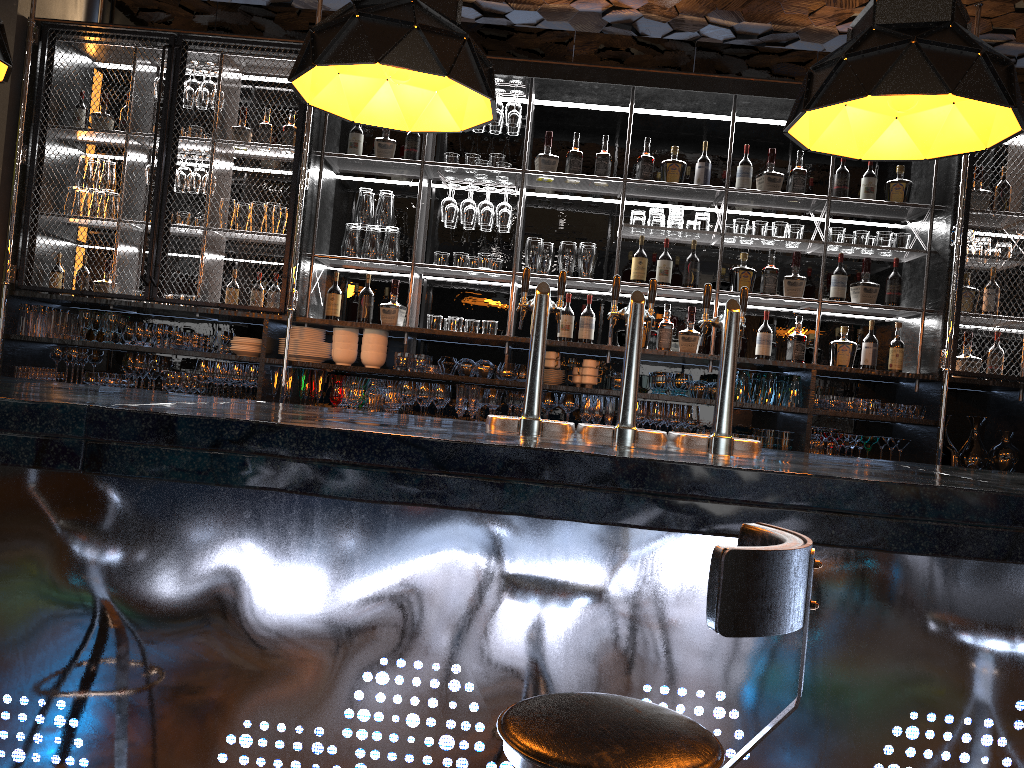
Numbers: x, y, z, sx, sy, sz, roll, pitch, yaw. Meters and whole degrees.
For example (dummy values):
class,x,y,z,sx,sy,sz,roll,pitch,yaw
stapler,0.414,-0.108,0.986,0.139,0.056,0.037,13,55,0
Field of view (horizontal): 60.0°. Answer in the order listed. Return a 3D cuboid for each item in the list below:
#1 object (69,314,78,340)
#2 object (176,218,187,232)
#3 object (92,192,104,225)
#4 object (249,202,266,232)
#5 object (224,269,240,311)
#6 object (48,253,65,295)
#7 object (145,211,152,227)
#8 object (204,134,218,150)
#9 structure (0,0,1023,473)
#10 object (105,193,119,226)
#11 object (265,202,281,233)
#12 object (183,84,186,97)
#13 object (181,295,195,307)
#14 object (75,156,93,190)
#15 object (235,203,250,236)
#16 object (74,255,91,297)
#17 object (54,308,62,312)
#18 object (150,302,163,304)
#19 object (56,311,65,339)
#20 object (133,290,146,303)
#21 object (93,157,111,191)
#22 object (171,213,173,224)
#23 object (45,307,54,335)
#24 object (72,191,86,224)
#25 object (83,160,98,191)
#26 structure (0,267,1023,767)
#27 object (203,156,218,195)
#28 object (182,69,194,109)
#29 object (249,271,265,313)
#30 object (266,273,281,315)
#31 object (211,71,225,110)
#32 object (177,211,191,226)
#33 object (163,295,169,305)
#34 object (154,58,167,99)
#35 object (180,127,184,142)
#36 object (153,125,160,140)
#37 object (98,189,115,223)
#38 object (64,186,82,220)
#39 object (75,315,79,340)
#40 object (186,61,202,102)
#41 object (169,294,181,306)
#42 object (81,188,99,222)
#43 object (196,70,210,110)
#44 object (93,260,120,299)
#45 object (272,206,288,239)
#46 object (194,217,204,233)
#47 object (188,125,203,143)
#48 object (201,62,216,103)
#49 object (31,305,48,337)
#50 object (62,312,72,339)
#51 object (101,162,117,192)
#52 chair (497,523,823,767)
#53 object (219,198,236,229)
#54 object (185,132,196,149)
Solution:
class,x,y,z,sx,sy,sz,roll,pitch,yaw
object,-2.535,-0.328,5.099,0.051,0.152,0.058,5,-1,28
object,-1.927,-0.939,5.193,0.077,0.080,0.077,6,-1,-34
object,-2.443,-1.038,5.232,0.092,0.182,0.092,5,-1,-3
object,-1.462,-0.947,5.088,0.092,0.182,0.092,5,-1,-3
object,-1.612,-0.533,5.123,0.075,0.261,0.075,6,-1,-40
object,-2.642,-0.630,5.150,0.075,0.261,0.075,6,-1,-40
object,-2.090,-0.954,5.138,0.077,0.080,0.077,5,-1,13
object,-1.780,-1.423,5.229,0.077,0.080,0.077,5,-1,37
structure,0.558,-0.406,4.875,6.750,3.553,1.143,5,-1,2
object,-2.348,-1.029,5.221,0.092,0.182,0.092,5,-1,-3
object,-1.369,-0.939,5.065,0.092,0.182,0.092,5,-1,-3
object,-1.901,-1.734,5.060,0.081,0.213,0.081,5,-1,7
object,-1.859,-0.466,5.088,0.077,0.080,0.077,5,-1,-10
object,-2.475,-1.225,5.139,0.092,0.182,0.092,5,-1,-3
object,-1.571,-0.957,5.168,0.092,0.182,0.092,5,-1,-3
object,-2.476,-0.615,5.118,0.075,0.260,0.075,5,-1,35
object,-2.637,-0.349,5.108,0.067,0.174,0.067,6,-1,-38
object,-2.029,-0.483,5.062,0.077,0.080,0.077,5,-1,-13
object,-2.545,-0.330,4.979,0.058,0.152,0.051,5,-1,6
object,-2.132,-0.492,5.076,0.077,0.080,0.077,5,-1,41
object,-2.374,-1.215,5.144,0.092,0.182,0.092,5,-1,-3
object,-1.990,-0.945,5.097,0.077,0.080,0.077,6,-1,-20
object,-2.637,-0.350,5.018,0.067,0.174,0.067,5,-1,27
object,-2.549,-1.047,5.242,0.092,0.182,0.092,5,-1,-3
object,-2.478,-1.224,5.237,0.092,0.182,0.092,5,-1,-3
structure,0.111,0.464,2.398,6.009,1.685,1.214,5,-1,2
object,-1.767,-1.218,5.194,0.081,0.213,0.081,5,-1,7
object,-1.897,-1.732,5.204,0.081,0.213,0.081,5,-1,7
object,-1.474,-0.521,5.141,0.075,0.260,0.075,6,-1,-40
object,-1.372,-0.512,5.118,0.075,0.260,0.075,6,-1,-40
object,-1.721,-1.716,5.199,0.081,0.213,0.081,5,-1,7
object,-1.867,-0.935,5.041,0.077,0.080,0.077,5,-1,-3
object,-2.061,-0.484,5.222,0.077,0.080,0.077,5,-1,41
object,-1.996,-1.743,5.062,0.081,0.213,0.081,5,-1,7
object,-1.935,-1.439,5.116,0.077,0.080,0.077,5,-1,37
object,-2.039,-1.448,5.139,0.077,0.080,0.077,5,-1,-8
object,-2.339,-1.029,5.124,0.092,0.182,0.092,5,-1,-3
object,-2.542,-1.048,5.139,0.092,0.182,0.092,5,-1,-3
object,-2.549,-0.329,5.158,0.051,0.152,0.058,5,-1,26
object,-1.815,-1.726,5.058,0.081,0.213,0.081,5,-1,7
object,-1.950,-0.474,5.145,0.077,0.080,0.077,6,-1,-33
object,-2.439,-1.038,5.137,0.092,0.182,0.092,5,-1,-3
object,-1.811,-1.724,5.201,0.081,0.213,0.081,5,-1,7
object,-2.340,-0.593,5.125,0.108,0.244,0.108,5,-1,15
object,-1.356,-0.937,5.159,0.092,0.182,0.092,5,-1,-3
object,-1.823,-0.929,5.197,0.077,0.080,0.077,5,-1,-3
object,-1.811,-1.428,5.069,0.077,0.080,0.077,5,-1,37
object,-1.724,-1.718,5.055,0.081,0.213,0.081,5,-1,7
object,-2.631,-0.350,4.941,0.067,0.174,0.067,5,-1,41
object,-2.539,-0.329,5.039,0.058,0.152,0.051,6,-1,-37
object,-2.376,-1.214,5.224,0.092,0.182,0.092,5,-1,-3
chair,0.145,0.747,1.271,0.476,1.108,0.419,5,-1,16
object,-1.629,-0.963,5.069,0.092,0.182,0.092,5,-1,-3
object,-1.889,-1.433,5.222,0.077,0.080,0.077,6,-1,-33
